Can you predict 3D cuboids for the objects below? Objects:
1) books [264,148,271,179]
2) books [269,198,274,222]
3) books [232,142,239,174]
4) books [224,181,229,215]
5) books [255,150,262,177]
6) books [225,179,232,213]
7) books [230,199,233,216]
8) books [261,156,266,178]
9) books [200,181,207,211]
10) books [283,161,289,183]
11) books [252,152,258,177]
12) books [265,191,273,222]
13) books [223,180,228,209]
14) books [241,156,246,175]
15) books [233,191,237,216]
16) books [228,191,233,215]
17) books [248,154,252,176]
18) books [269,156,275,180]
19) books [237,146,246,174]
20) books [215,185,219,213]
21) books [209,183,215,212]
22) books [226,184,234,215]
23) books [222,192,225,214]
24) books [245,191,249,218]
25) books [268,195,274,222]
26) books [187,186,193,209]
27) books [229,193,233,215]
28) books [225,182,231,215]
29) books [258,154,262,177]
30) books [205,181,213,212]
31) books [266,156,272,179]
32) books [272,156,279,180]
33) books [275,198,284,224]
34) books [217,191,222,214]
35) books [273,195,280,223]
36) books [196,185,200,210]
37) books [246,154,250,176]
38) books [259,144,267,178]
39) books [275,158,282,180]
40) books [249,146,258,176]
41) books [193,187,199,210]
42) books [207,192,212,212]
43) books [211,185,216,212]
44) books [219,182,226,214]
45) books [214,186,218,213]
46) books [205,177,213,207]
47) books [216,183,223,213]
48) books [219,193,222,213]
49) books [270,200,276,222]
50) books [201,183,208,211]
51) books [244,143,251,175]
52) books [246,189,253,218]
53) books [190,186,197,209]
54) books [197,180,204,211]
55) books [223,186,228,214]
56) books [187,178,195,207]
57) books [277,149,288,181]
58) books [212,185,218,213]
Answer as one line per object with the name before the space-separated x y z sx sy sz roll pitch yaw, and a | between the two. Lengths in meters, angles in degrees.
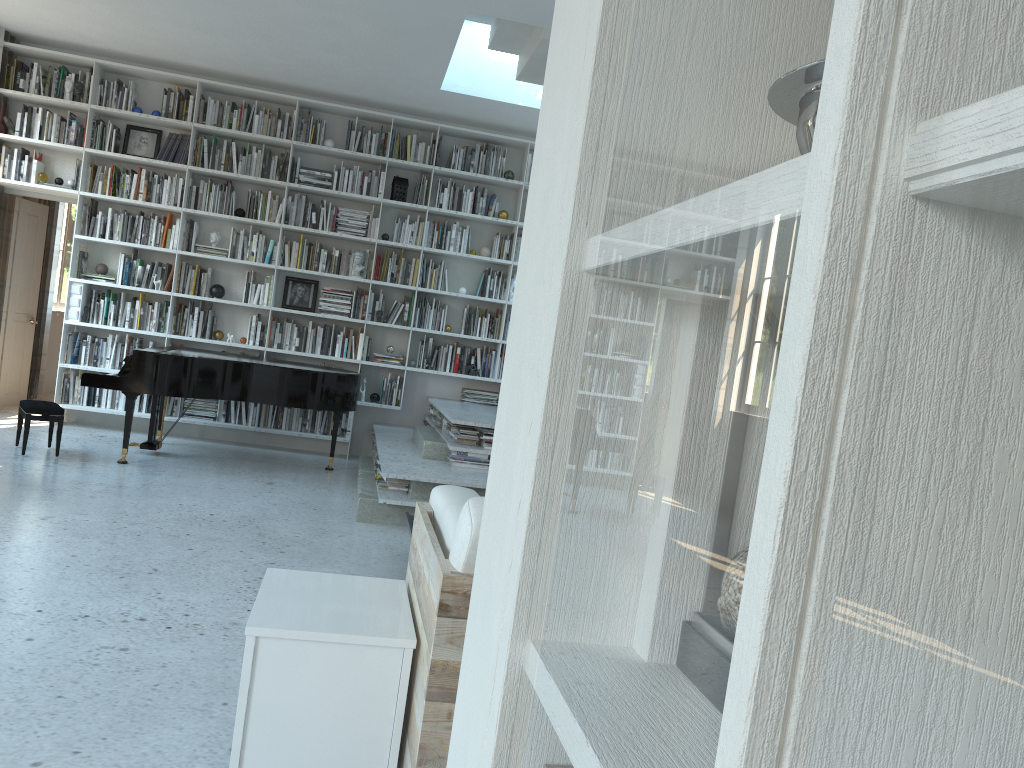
books | -2.201 -1.960 7.979 0.022 0.290 0.146 8 3 -10
books | -2.168 -1.554 8.005 0.011 0.230 0.165 8 3 -10
books | -2.463 -1.992 7.905 0.075 0.286 0.178 8 3 -10
books | -2.544 -1.650 7.937 0.005 0.316 0.157 8 3 -10
books | -2.273 -1.954 7.957 0.028 0.261 0.135 8 3 -10
books | -2.538 -1.656 7.935 0.005 0.331 0.161 8 3 -10
books | -2.503 -1.590 7.949 0.004 0.209 0.132 8 3 -10
books | -2.228 -1.925 7.974 0.024 0.213 0.150 8 3 -10
books | -2.739 -1.655 7.885 0.012 0.276 0.157 8 3 -10
books | -2.039 -1.898 8.016 0.028 0.212 0.134 8 3 -10
books | -2.296 -1.939 7.936 0.021 0.226 0.191 8 2 -10
books | -2.188 -1.585 7.989 0.022 0.285 0.189 8 3 -10
books | -2.557 -1.653 7.929 0.004 0.321 0.153 8 3 -10
books | -2.395 -1.930 7.931 0.028 0.180 0.168 8 2 -10
books | -2.484 -1.598 7.944 0.031 0.232 0.147 8 3 -10
books | -2.520 -1.607 7.954 0.009 0.237 0.134 8 3 -10
books | -2.339 -1.937 7.939 0.010 0.208 0.173 8 2 -10
books | -2.153 -1.918 7.974 0.022 0.223 0.161 8 3 -10
books | -2.417 -1.976 7.930 0.027 0.265 0.168 8 3 -10
books | -2.618 -1.631 7.902 0.009 0.261 0.180 8 3 -10
books | -2.657 -1.637 7.886 0.009 0.263 0.189 8 3 -10
books | -2.520 -1.631 7.918 0.011 0.287 0.188 8 3 -10
books | -2.574 -1.604 7.942 0.012 0.217 0.133 8 3 -10
books | -2.374 -1.596 7.971 0.005 0.254 0.160 8 3 -10
books | -2.176 -1.569 7.999 0.010 0.257 0.140 8 3 -10
books | -2.845 -1.635 7.868 0.015 0.208 0.186 8 2 -10
books | -2.510 -1.596 7.950 0.012 0.218 0.151 8 3 -10
books | -2.534 -1.643 7.935 0.005 0.305 0.162 8 3 -10
books | -2.254 -1.937 7.958 0.013 0.231 0.141 8 3 -10
books | -2.694 -1.653 7.886 0.010 0.283 0.183 8 3 -10
books | -2.177 -1.919 7.966 0.030 0.218 0.182 8 2 -10
books | -2.132 -1.923 7.993 0.025 0.237 0.152 8 3 -10
books | -2.081 -1.545 7.990 0.064 0.237 0.208 8 2 -10
books | -2.602 -1.603 7.906 0.011 0.209 0.181 8 2 -10
books | -2.125 -1.562 8.003 0.022 0.257 0.155 8 3 -10
books | -2.780 -1.643 7.890 0.012 0.240 0.134 8 3 -10
books | -2.360 -1.943 7.962 0.024 0.212 0.128 8 3 -10
books | -2.235 -1.975 7.948 0.011 0.314 0.183 8 3 -10
books | -2.088 -1.930 7.980 0.055 0.264 0.166 8 3 -10
books | -2.319 -1.974 7.953 0.026 0.286 0.137 8 3 -10
books | -2.801 -1.636 7.900 0.024 0.219 0.140 8 3 -10
books | -2.685 -1.603 7.908 0.029 0.187 0.149 8 2 -10
books | -2.648 -1.630 7.890 0.012 0.252 0.183 8 3 -10
books | -2.575 -1.641 7.914 0.011 0.292 0.176 8 3 -10
books | -2.631 -1.631 7.917 0.011 0.256 0.152 8 3 -10
books | -2.705 -1.672 7.904 0.011 0.317 0.154 8 3 -10
books | -2.609 -1.639 7.910 0.011 0.279 0.169 8 3 -10
books | -2.594 -1.611 7.932 0.011 0.226 0.129 8 3 -10
books | -2.152 -1.545 8.009 0.024 0.216 0.142 8 3 -10
books | -2.723 -1.646 7.890 0.024 0.262 0.177 8 3 -10
books | -2.367 -1.991 7.931 0.012 0.308 0.145 8 3 -10
books | -2.365 -1.606 7.979 0.012 0.276 0.129 8 3 -10
books | -2.827 -1.642 7.896 0.029 0.225 0.136 8 3 -10
books | -2.758 -1.660 7.885 0.026 0.279 0.150 8 3 -10
books | -2.553 -1.623 7.925 0.010 0.262 0.158 8 3 -10
books | -2.855 -1.676 7.880 0.012 0.285 0.159 8 3 -10
books | -2.070 -1.947 7.982 0.058 0.303 0.175 8 3 -10
books | -2.641 -1.635 7.915 0.010 0.262 0.169 8 3 -10
